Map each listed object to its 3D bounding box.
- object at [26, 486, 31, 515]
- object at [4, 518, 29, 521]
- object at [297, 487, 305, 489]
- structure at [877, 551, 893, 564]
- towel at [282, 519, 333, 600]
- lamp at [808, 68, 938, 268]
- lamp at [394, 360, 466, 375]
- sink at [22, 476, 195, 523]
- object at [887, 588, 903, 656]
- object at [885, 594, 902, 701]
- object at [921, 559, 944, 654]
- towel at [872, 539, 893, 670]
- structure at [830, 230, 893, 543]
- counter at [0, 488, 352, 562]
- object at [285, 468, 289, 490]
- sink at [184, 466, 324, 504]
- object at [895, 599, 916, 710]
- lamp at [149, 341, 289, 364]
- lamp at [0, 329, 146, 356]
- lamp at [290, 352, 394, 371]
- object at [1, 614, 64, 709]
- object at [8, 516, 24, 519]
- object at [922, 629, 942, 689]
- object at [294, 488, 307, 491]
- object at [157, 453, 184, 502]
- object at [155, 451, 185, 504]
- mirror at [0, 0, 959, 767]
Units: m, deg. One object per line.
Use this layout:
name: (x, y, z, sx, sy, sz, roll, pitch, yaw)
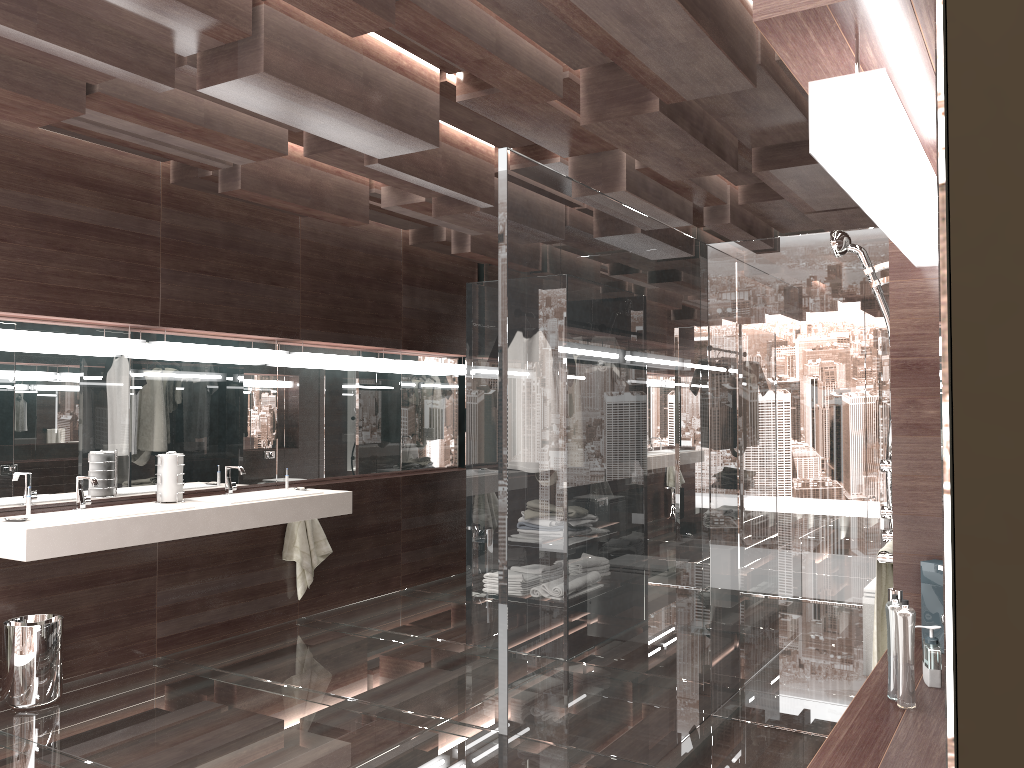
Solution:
object: (-2.195, 0.532, 4.027, 0.022, 0.132, 0.022, 0, -2, 13)
object: (-2.143, 0.586, 3.832, 0.108, 0.011, 0.065, 0, -2, 9)
object: (-1.257, 0.622, 5.281, 0.035, 0.016, 0.066, 1, -2, -39)
structure: (1.006, 0.419, 2.267, 0.071, 0.061, 0.455, -1, -2, 31)
towel: (-1.250, 0.994, 5.495, 0.156, 0.678, 0.368, -1, -2, 31)
lamp: (0.617, -0.291, 1.391, 0.082, 0.082, 0.950, -1, -2, 31)
lamp: (-0.614, -0.125, 6.908, 0.082, 0.082, 0.950, -1, -2, 31)
sink: (-1.906, 0.535, 4.155, 0.427, 0.193, 0.681, -1, -2, 31)
object: (0.720, 0.455, 1.665, 0.027, 0.139, 0.052, -1, -2, 16)
object: (0.632, 0.432, 1.460, 0.030, 0.172, 0.033, 0, -2, -5)
object: (0.864, 0.440, 1.739, 0.048, 0.173, 0.105, 1, -2, -31)
towel: (0.977, 0.606, 2.275, 0.097, 0.414, 0.352, -1, -2, 24)
structure: (1.237, 0.206, 2.803, 0.323, 1.560, 0.354, 1, -2, -38)
counter: (-1.657, 0.678, 4.526, 0.488, 0.131, 1.954, -1, -2, 31)
object: (-1.346, 0.569, 5.302, 0.022, 0.132, 0.022, 1, -2, -22)
sink: (-1.441, 0.558, 4.924, 0.427, 0.193, 0.681, -1, -2, 31)
object: (0.630, 0.431, 1.419, 0.033, 0.172, 0.030, 1, -2, -28)
lamp: (-1.673, -0.176, 5.157, 0.082, 0.082, 0.950, -1, -2, 31)
lamp: (-2.205, -0.202, 4.278, 0.082, 0.082, 0.950, -1, -2, 31)
lamp: (-1.136, -0.150, 6.045, 0.082, 0.082, 0.950, -1, -2, 31)
object: (-2.101, 1.215, 3.888, 0.237, 0.358, 0.237, 1, -2, -27)
object: (-2.143, 0.580, 3.831, 0.066, 0.016, 0.035, 0, -2, 8)
object: (0.735, 0.474, 1.552, 0.027, 0.093, 0.078, -1, -2, 19)
object: (-1.257, 0.629, 5.281, 0.065, 0.011, 0.108, 1, -2, -38)
object: (-1.776, 0.486, 4.610, 0.124, 0.246, 0.128, 0, -2, 12)
object: (-1.778, 0.485, 4.617, 0.145, 0.261, 0.136, 0, -2, -15)
mirror: (-0.004, 0.139, 4.142, 4.126, 0.916, 5.081, -1, -2, 31)
